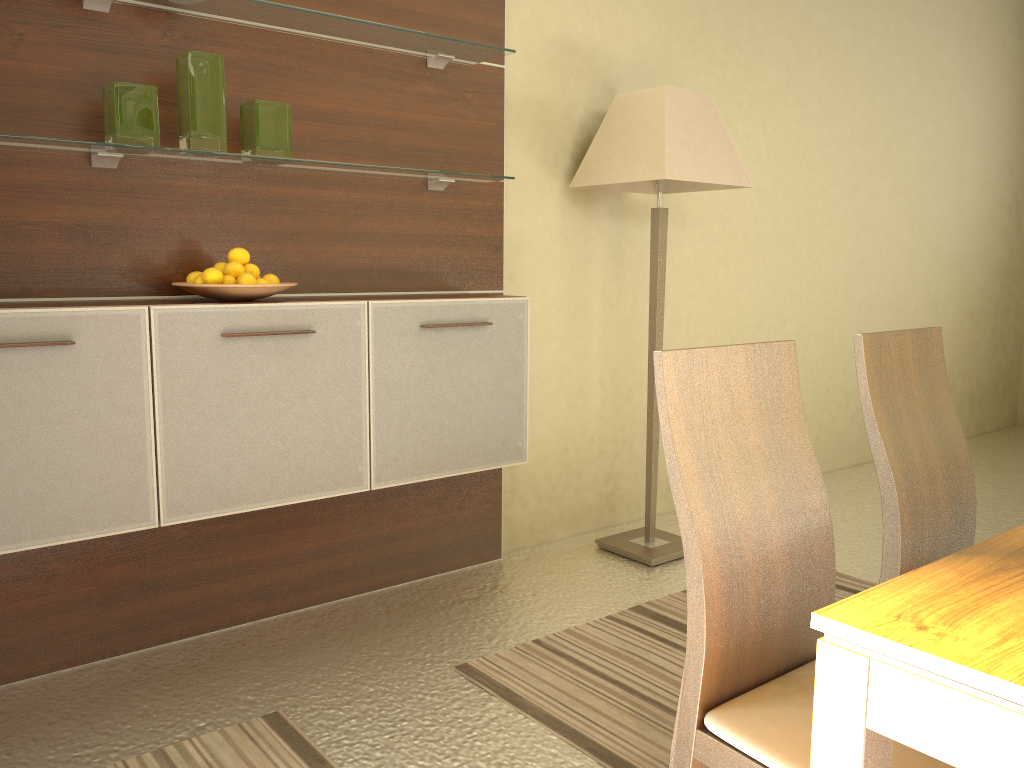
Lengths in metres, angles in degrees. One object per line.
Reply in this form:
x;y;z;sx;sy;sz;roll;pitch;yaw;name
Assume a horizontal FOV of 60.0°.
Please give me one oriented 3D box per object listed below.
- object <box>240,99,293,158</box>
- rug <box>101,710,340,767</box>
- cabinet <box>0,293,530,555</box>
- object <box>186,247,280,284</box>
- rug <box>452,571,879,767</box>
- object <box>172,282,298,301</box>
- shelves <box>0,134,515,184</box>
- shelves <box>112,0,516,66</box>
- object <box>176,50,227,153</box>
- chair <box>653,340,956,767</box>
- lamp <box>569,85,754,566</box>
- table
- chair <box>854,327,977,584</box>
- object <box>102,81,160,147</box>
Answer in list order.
-0.705;-0.723;2.545;0.111;0.160;0.112;-6;10;-39;object
-0.974;0.949;1.464;1.613;0.007;0.842;-6;10;-37;rug
-1.000;0.070;2.360;2.463;0.570;0.372;-6;10;-38;cabinet
-0.785;-0.311;2.474;0.230;0.139;0.259;3;8;21;object
0.718;0.794;2.699;1.613;0.010;0.843;-6;10;-38;rug
-0.777;-0.259;2.496;0.337;0.053;0.337;-1;8;-7;object
-1.032;-0.608;2.313;2.463;0.008;0.255;-6;10;-38;shelves
-1.028;-1.012;2.258;2.463;0.008;0.255;-6;10;-38;shelves
-0.842;-0.757;2.403;0.099;0.259;0.099;-6;10;-39;object
0.511;0.465;1.356;0.404;1.017;0.507;-6;10;-38;chair
0.565;-0.213;3.474;0.499;1.782;0.499;-6;10;-38;lamp
1.173;0.630;1.030;1.411;0.790;1.000;-6;10;-38;table
0.965;0.417;1.731;0.404;1.017;0.507;-6;10;-41;chair
-0.989;-0.692;2.306;0.112;0.160;0.111;-6;10;-39;object
